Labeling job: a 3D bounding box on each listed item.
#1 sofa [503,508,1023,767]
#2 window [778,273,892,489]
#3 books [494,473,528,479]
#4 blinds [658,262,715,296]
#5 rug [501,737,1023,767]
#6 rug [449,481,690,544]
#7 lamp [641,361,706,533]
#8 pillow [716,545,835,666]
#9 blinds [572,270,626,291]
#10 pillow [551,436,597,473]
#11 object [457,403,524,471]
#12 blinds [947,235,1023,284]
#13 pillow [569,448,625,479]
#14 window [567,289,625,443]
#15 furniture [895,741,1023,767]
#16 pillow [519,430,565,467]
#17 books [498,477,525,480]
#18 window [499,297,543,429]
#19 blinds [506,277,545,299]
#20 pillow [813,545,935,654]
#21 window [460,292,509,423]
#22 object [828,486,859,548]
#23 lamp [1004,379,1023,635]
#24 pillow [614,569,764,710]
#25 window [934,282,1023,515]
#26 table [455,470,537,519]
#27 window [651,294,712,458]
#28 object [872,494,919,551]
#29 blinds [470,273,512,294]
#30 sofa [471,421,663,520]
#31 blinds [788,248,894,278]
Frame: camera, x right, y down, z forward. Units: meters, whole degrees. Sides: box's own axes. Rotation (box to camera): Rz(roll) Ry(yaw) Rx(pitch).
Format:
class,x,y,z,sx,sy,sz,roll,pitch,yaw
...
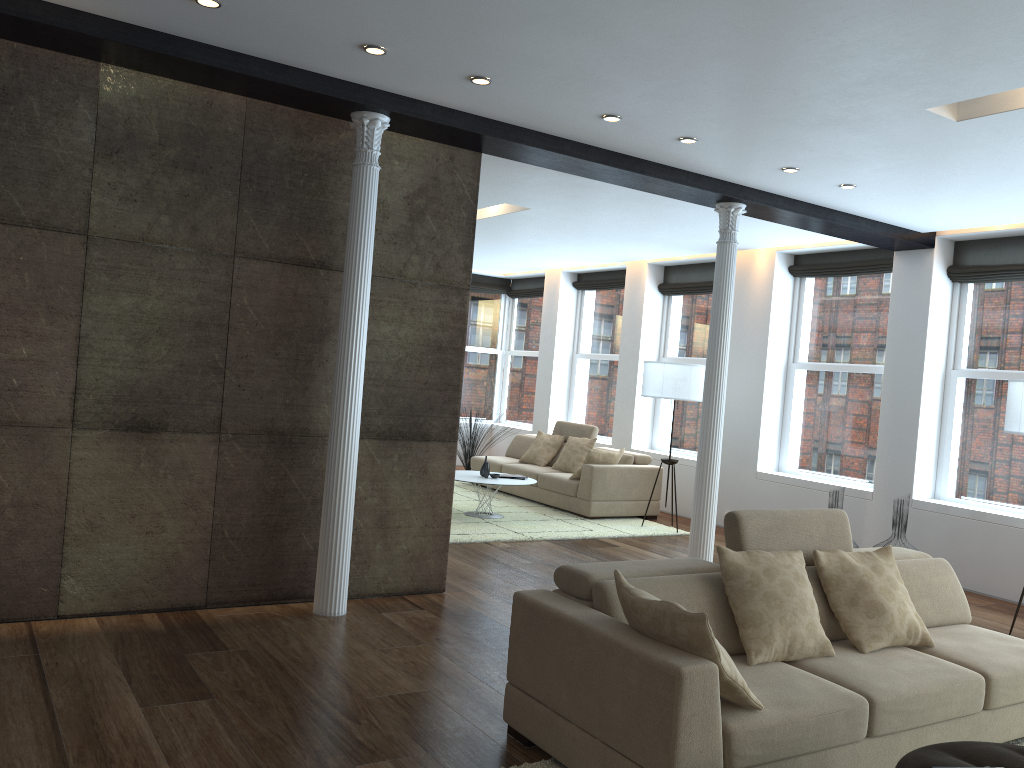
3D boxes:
class,x,y,z,sx,sy,sz,roll,pitch,yaw
sofa,1.338,1.075,3.912,2.581,0.950,1.021,4,1,-32
window,3.333,-0.139,8.924,0.123,2.400,1.391,4,1,-32
books,-0.011,0.955,9.201,0.300,0.010,0.220,5,1,-17
blinds,2.263,-1.266,10.626,0.156,0.393,1.342,4,1,-32
rug,2.362,1.638,3.038,4.231,0.020,2.972,4,1,-32
rug,-0.540,1.319,10.014,2.972,0.020,4.231,4,1,-32
lamp,1.642,0.652,9.171,0.698,1.728,0.698,5,1,-9
pillow,1.128,0.929,3.786,0.534,0.439,0.301,4,1,-29
blinds,1.312,-1.421,12.138,0.156,0.275,1.442,4,1,-32
pillow,0.731,0.825,10.461,0.301,0.439,0.534,4,1,-36
object,-0.566,0.778,12.086,1.125,1.014,1.119,5,1,44
blinds,4.319,-1.057,7.343,0.183,0.395,1.431,4,1,-32
pillow,0.935,0.873,9.692,0.518,0.393,0.395,4,1,-36
window,1.273,-0.347,12.185,0.123,2.400,1.444,4,1,-32
furniture,1.648,1.395,2.544,1.057,0.355,1.057,4,1,-31
pillow,0.387,0.801,10.982,0.368,0.416,0.519,4,1,-37
books,-0.013,0.964,9.176,0.300,0.010,0.220,5,1,3
window,2.156,0.231,22.223,34.761,17.917,13.698,4,1,-32
blinds,0.341,-1.493,13.671,0.156,0.327,1.377,4,1,-32
pillow,1.659,0.981,4.110,0.519,0.416,0.368,5,1,-28
window,-0.746,-0.536,13.964,1.474,2.400,0.123,4,1,-32
object,2.743,1.241,7.565,0.458,0.781,0.458,4,1,-33
lamp,3.663,0.857,5.973,0.698,1.728,0.698,5,1,-9
pillow,0.613,0.914,3.177,0.395,0.393,0.518,4,1,-29
window,4.300,-0.041,7.395,0.123,2.400,1.432,4,1,-32
table,-0.269,1.146,9.042,1.022,0.393,1.022,5,1,12
window,2.230,-0.250,10.670,0.123,2.400,1.345,4,1,-32
object,3.174,1.280,7.288,0.458,0.781,0.458,4,1,-33
blinds,-0.624,-1.584,13.872,1.442,0.312,0.155,4,1,-32
sofa,0.575,0.940,10.671,1.018,0.950,2.581,4,1,-32
blinds,3.371,-1.213,8.880,0.156,0.275,1.396,4,1,-32
